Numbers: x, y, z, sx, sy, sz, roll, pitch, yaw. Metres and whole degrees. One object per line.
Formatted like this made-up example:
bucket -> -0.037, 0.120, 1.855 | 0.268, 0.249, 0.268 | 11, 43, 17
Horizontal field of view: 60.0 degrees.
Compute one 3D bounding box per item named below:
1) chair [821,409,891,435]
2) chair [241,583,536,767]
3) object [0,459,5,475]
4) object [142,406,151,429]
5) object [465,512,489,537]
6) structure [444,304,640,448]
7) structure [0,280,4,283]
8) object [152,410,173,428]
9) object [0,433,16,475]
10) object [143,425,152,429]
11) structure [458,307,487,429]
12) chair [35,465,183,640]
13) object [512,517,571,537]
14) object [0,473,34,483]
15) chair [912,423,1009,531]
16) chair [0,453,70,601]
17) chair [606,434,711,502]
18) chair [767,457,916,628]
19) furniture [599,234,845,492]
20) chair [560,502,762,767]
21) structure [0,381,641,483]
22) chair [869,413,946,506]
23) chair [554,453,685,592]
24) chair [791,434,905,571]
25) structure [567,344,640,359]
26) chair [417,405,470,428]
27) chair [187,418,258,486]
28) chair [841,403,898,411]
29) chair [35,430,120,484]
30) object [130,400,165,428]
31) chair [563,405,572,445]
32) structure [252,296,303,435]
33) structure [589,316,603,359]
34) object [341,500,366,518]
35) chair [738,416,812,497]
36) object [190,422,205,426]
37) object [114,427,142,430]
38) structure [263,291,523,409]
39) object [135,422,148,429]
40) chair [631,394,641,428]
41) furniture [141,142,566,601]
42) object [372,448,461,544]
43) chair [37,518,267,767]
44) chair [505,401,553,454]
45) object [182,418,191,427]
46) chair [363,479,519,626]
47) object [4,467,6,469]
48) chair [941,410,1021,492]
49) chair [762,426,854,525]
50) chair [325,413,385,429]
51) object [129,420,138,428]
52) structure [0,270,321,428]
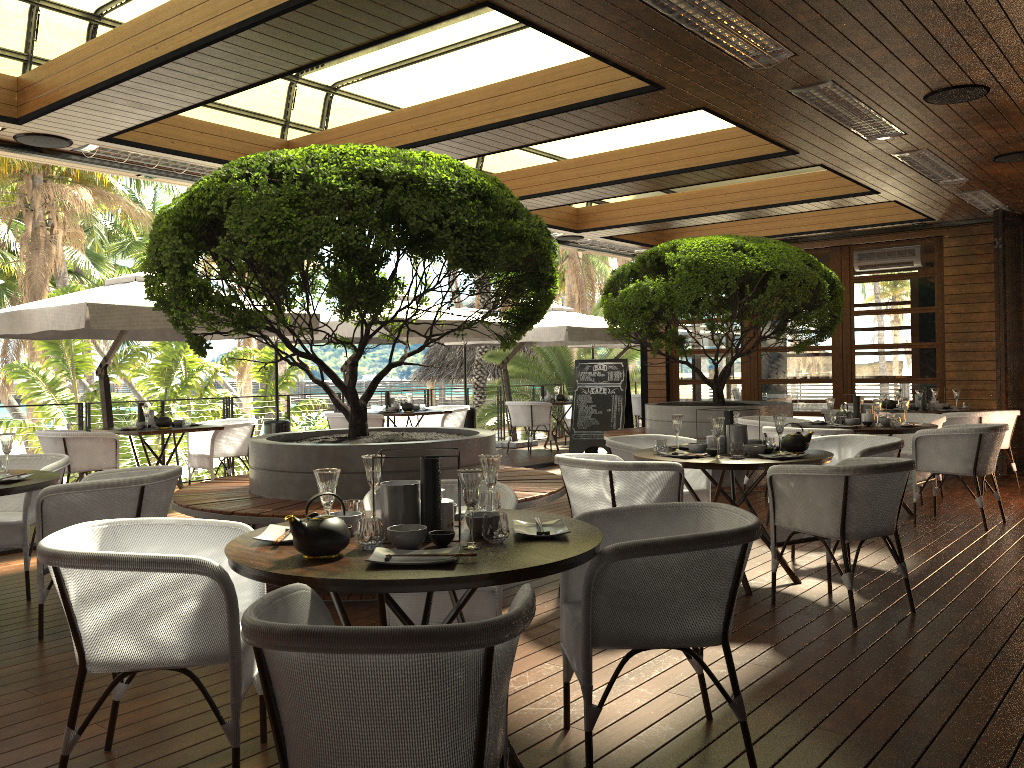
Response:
chair -> 3.679, 0.659, 9.510 | 0.617, 0.788, 0.627 | -1, 0, -20
chair -> -0.257, 0.850, 1.975 | 0.627, 0.788, 0.617 | -1, 0, 5
object -> -2.741, 0.446, 4.704 | 0.086, 0.086, 0.086 | -1, 1, 40
object -> -3.515, 0.322, 8.527 | 0.082, 0.227, 0.082 | -1, 0, 39
object -> -0.089, 0.445, 2.800 | 0.116, 0.065, 0.116 | -1, 1, 18
structure -> 0.597, -0.135, 14.127 | 2.413, 2.333, 2.414 | -1, 1, 39
structure -> -4.836, 0.124, 7.773 | 0.699, 2.192, 0.699 | -1, 0, 26
object -> -3.435, 0.344, 8.744 | 0.163, 0.179, 0.168 | -1, 0, 40
object -> -2.648, 0.372, 4.650 | 0.082, 0.227, 0.082 | -1, 0, 0
object -> -3.539, 0.417, 8.604 | 0.080, 0.042, 0.080 | -1, 1, 0
structure -> -0.682, -0.031, 12.991 | 0.699, 2.192, 0.699 | -1, 0, 26
chair -> -2.029, 0.836, 4.552 | 0.617, 0.788, 0.627 | -1, 0, -5
object -> 0.090, 0.461, 2.848 | 0.170, 0.025, 0.294 | -1, 1, -3
object -> -2.549, 0.477, 4.489 | 0.170, 0.025, 0.295 | -1, 1, 0
chair -> 3.534, 0.704, 6.952 | 0.616, 0.788, 0.627 | -1, 0, 45
chair -> -3.010, 0.840, 5.320 | 0.627, 0.788, 0.617 | -1, 0, -5
chair -> 0.988, 0.761, 6.073 | 0.627, 0.788, 0.616 | -1, 0, -30
chair -> 1.720, 0.774, 4.578 | 0.627, 0.788, 0.616 | -1, 0, -30
furniture -> 2.302, -0.269, 9.878 | 2.569, 2.722, 2.719 | -1, 0, 4
chair -> 0.494, 0.821, 2.938 | 0.617, 0.788, 0.627 | -1, 0, -5
structure -> -5.072, 0.795, 8.766 | 0.163, 1.153, 26.272 | -1, 1, 39
chair -> 3.686, 0.680, 8.249 | 0.627, 0.788, 0.617 | -1, 0, 45
chair -> 0.580, 0.786, 4.966 | 0.617, 0.788, 0.627 | -1, 0, -30
chair -> 2.202, 0.746, 5.792 | 0.617, 0.788, 0.627 | -1, 0, -30
structure -> 2.700, -0.214, 16.769 | 2.413, 2.333, 2.414 | -1, 1, 39
chair -> -0.906, 0.693, 12.047 | 0.627, 0.788, 0.617 | -1, 0, 40
chair -> -3.034, 0.773, 9.374 | 0.627, 0.788, 0.617 | -1, 0, 40
chair -> 4.273, 0.633, 10.530 | 0.627, 0.788, 0.616 | -1, 0, -20
chair -> -4.021, 0.809, 8.174 | 0.627, 0.788, 0.617 | -1, 0, 40
object -> -3.670, 0.303, 8.933 | 0.263, 0.264, 0.263 | -1, 0, -6
chair -> 1.230, 0.613, 14.731 | 0.627, 0.788, 0.617 | -1, 0, 40
structure -> -2.756, 0.046, 10.386 | 0.699, 2.192, 0.699 | -1, 0, 26
structure -> 1.435, -0.110, 15.650 | 0.699, 2.192, 0.699 | -1, 0, 26
object -> -0.537, 0.438, 2.993 | 0.086, 0.086, 0.086 | -1, 0, 2
chair -> 2.441, 0.701, 8.206 | 0.616, 0.788, 0.627 | -1, 0, 45
object -> -3.297, 0.413, 9.098 | 0.294, 0.025, 0.170 | 0, 1, 39
object -> -3.676, 0.429, 8.512 | 0.294, 0.025, 0.170 | 0, 1, 39
structure -> -1.506, -0.057, 11.485 | 2.413, 2.333, 2.414 | -1, 1, 39
object -> -3.617, 0.406, 8.665 | 0.116, 0.065, 0.116 | 0, 1, 37
chair -> 2.333, 0.571, 16.156 | 0.627, 0.788, 0.617 | -1, 0, 40
furniture -> -0.981, -0.148, 5.867 | 2.616, 2.722, 2.695 | -1, 0, 29
object -> -0.297, 0.349, 2.822 | 0.263, 0.264, 0.263 | -1, 0, -3
chair -> -1.126, 0.850, 2.808 | 0.617, 0.788, 0.627 | -1, 0, -5
chair -> 0.243, 0.649, 13.531 | 0.627, 0.788, 0.617 | -1, 0, 40
object -> -3.261, 0.385, 8.889 | 0.086, 0.086, 0.086 | -1, 1, 43
chair -> -0.288, 0.822, 3.639 | 0.627, 0.788, 0.617 | -1, 0, -5
object -> -2.960, 0.478, 4.864 | 0.294, 0.025, 0.170 | -1, 1, -5
chair -> 4.734, 0.652, 8.930 | 0.627, 0.788, 0.616 | -1, 0, -20
chair -> 2.334, 0.723, 7.031 | 0.627, 0.788, 0.617 | -1, 0, 45
chair -> -1.930, 0.731, 10.801 | 0.627, 0.788, 0.617 | -1, 0, 40
object -> -3.715, 0.395, 8.717 | 0.086, 0.086, 0.086 | -1, 1, 43
structure -> -3.610, 0.022, 8.843 | 2.413, 2.333, 2.414 | -1, 1, 39
